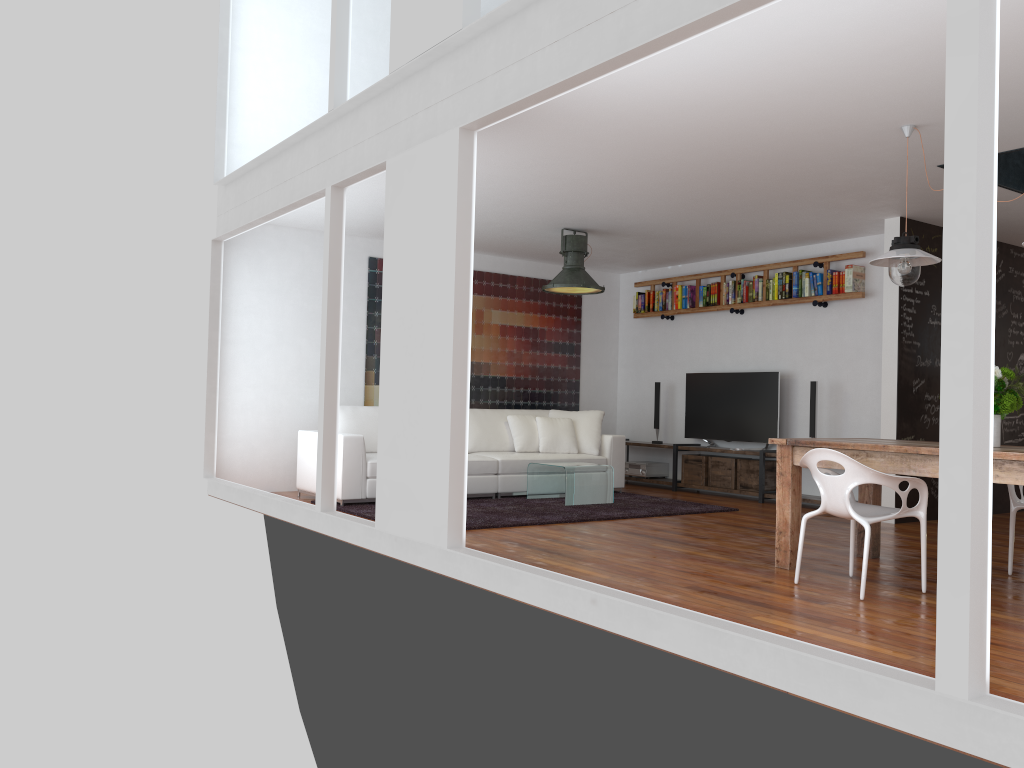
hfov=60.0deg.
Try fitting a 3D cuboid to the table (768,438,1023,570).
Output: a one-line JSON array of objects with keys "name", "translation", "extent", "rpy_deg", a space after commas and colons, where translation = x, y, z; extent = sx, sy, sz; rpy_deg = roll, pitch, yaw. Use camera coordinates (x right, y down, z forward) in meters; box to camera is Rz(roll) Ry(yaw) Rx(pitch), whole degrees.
[{"name": "table", "translation": [2.398, 0.691, 4.577], "extent": [0.969, 0.735, 1.910], "rpy_deg": [2, -2, -35]}]

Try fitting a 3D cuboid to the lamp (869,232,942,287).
[{"name": "lamp", "translation": [2.196, -0.698, 4.959], "extent": [0.372, 0.306, 0.372], "rpy_deg": [3, -2, -41]}]

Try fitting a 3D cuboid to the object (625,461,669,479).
[{"name": "object", "translation": [1.527, 0.974, 10.073], "extent": [0.400, 0.170, 0.350], "rpy_deg": [2, -2, -36]}]

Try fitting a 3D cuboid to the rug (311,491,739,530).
[{"name": "rug", "translation": [0.146, 1.054, 7.665], "extent": [3.193, 0.019, 1.895], "rpy_deg": [2, -2, -35]}]

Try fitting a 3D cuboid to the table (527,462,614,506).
[{"name": "table", "translation": [0.526, 0.895, 8.052], "extent": [0.551, 0.337, 0.565], "rpy_deg": [2, -2, -35]}]

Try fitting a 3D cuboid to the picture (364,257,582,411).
[{"name": "picture", "translation": [-0.332, -0.160, 9.655], "extent": [2.770, 2.136, 0.007], "rpy_deg": [2, -2, -35]}]

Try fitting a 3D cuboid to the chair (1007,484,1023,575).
[{"name": "chair", "translation": [3.134, 0.730, 5.009], "extent": [0.577, 0.710, 0.505], "rpy_deg": [0, -2, 45]}]

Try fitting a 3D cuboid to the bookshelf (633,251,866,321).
[{"name": "bookshelf", "translation": [2.342, -0.957, 9.216], "extent": [0.161, 0.465, 2.983], "rpy_deg": [2, -2, -35]}]

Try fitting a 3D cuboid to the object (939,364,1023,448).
[{"name": "object", "translation": [2.448, 0.086, 4.585], "extent": [0.432, 0.476, 0.371], "rpy_deg": [1, -1, 7]}]

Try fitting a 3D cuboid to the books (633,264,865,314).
[{"name": "books", "translation": [3.339, -1.804, 8.268], "extent": [5.671, 1.974, 0.733], "rpy_deg": [0, -2, 44]}]

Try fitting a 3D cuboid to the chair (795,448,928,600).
[{"name": "chair", "translation": [1.747, 0.681, 4.499], "extent": [0.505, 0.710, 0.577], "rpy_deg": [2, -1, -30]}]

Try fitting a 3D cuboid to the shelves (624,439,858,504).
[{"name": "shelves", "translation": [2.227, 0.899, 9.106], "extent": [0.414, 0.506, 3.473], "rpy_deg": [2, -2, -35]}]

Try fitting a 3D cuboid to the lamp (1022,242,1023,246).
[{"name": "lamp", "translation": [2.675, -0.699, 4.278], "extent": [0.372, 0.306, 0.372], "rpy_deg": [1, -1, 16]}]

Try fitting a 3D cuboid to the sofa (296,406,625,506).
[{"name": "sofa", "translation": [-0.395, 0.642, 8.457], "extent": [3.086, 0.842, 0.987], "rpy_deg": [2, -2, -35]}]

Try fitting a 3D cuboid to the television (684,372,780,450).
[{"name": "television", "translation": [2.251, 0.275, 9.119], "extent": [0.298, 0.786, 1.230], "rpy_deg": [2, -2, -35]}]

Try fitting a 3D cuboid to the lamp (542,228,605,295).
[{"name": "lamp", "translation": [0.570, -1.133, 8.160], "extent": [0.572, 0.561, 0.572], "rpy_deg": [2, -1, -30]}]

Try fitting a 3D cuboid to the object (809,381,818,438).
[{"name": "object", "translation": [2.800, 0.319, 8.209], "extent": [0.089, 0.687, 0.089], "rpy_deg": [2, -1, -25]}]

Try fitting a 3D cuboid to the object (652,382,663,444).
[{"name": "object", "translation": [1.631, 0.324, 9.906], "extent": [0.089, 0.687, 0.089], "rpy_deg": [1, -2, 40]}]
